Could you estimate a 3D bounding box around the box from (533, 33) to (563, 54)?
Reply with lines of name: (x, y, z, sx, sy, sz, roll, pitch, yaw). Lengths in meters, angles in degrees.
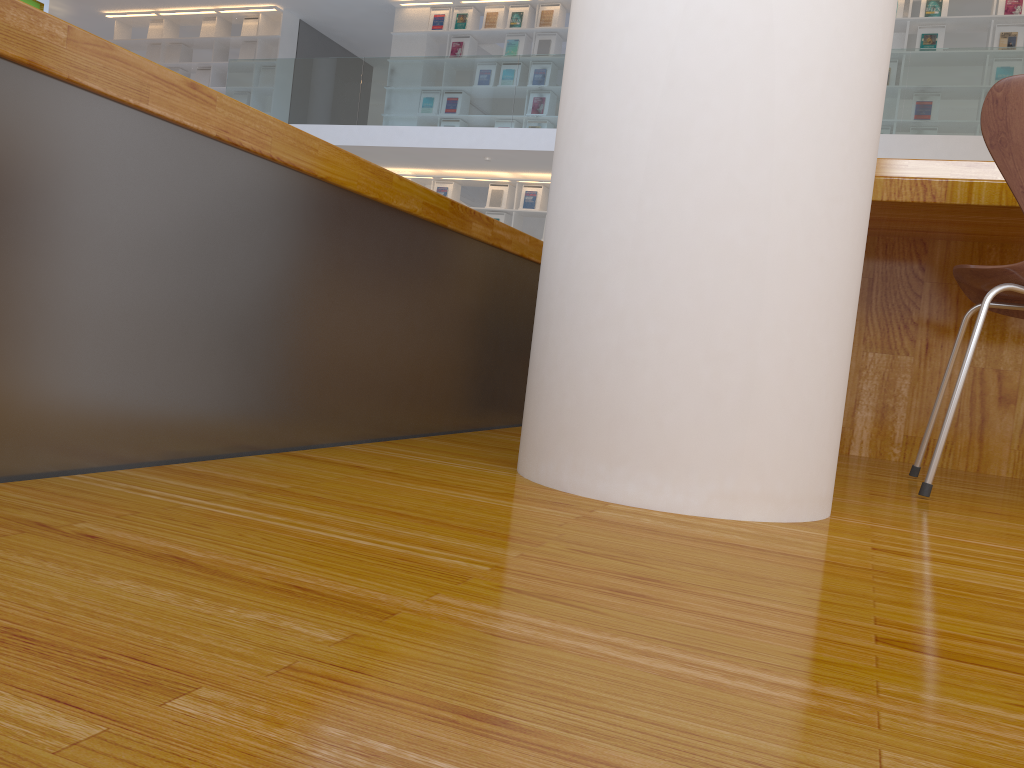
box: (0.404, -3.826, 10.118, 0.245, 0.296, 0.274, 8, 2, 22)

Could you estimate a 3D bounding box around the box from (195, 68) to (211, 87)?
box: (-4.125, -4.095, 11.986, 0.245, 0.296, 0.274, 8, 2, 22)

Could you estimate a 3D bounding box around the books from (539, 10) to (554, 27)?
books: (0.388, -4.116, 10.015, 0.145, 0.210, 0.037, 8, 2, 22)

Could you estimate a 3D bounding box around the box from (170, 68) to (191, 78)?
box: (-4.621, -4.161, 12.184, 0.245, 0.296, 0.274, 8, 2, 22)

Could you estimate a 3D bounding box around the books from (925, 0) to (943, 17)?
books: (4.092, -3.633, 8.609, 0.145, 0.210, 0.037, 8, 2, 22)

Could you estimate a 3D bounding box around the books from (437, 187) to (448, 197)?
books: (-0.834, -2.224, 10.486, 0.145, 0.210, 0.037, 8, 2, 22)

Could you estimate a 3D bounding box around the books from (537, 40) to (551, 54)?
books: (0.360, -3.787, 10.021, 0.145, 0.210, 0.037, 8, 2, 22)

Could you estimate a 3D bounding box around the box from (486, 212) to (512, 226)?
box: (-0.179, -1.840, 10.338, 0.245, 0.296, 0.274, 8, 2, 22)

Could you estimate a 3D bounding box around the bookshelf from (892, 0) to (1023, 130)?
bookshelf: (4.890, -2.889, 8.324, 2.984, 1.836, 0.498, 8, 2, 22)

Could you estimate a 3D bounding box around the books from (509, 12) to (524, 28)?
books: (0.051, -4.153, 10.149, 0.145, 0.210, 0.037, 8, 2, 22)

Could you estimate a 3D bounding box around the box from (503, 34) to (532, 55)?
box: (0.056, -3.872, 10.257, 0.245, 0.296, 0.274, 8, 2, 22)

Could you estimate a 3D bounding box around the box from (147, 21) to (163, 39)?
box: (-4.879, -4.856, 12.290, 0.245, 0.296, 0.274, 8, 2, 22)

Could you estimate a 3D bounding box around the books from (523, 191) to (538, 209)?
books: (0.206, -2.087, 10.072, 0.145, 0.210, 0.037, 8, 2, 22)

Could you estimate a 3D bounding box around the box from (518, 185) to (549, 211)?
box: (0.250, -2.115, 10.169, 0.245, 0.296, 0.274, 8, 2, 22)

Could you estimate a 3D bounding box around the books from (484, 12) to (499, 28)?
books: (-0.240, -4.199, 10.265, 0.145, 0.210, 0.037, 8, 2, 22)

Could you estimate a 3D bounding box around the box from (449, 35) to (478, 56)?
box: (-0.588, -3.957, 10.526, 0.245, 0.296, 0.274, 8, 2, 22)

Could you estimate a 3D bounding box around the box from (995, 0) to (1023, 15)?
box: (4.764, -3.587, 8.450, 0.245, 0.296, 0.274, 8, 2, 22)

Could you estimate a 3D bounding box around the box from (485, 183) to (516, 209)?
box: (-0.135, -2.166, 10.323, 0.245, 0.296, 0.274, 8, 2, 22)

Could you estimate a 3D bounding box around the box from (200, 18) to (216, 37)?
box: (-4.030, -4.746, 11.950, 0.245, 0.296, 0.274, 8, 2, 22)

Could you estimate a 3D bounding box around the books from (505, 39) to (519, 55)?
books: (-0.001, -3.844, 10.164, 0.145, 0.210, 0.037, 8, 2, 22)

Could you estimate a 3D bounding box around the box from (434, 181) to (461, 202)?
box: (-0.790, -2.252, 10.583, 0.245, 0.296, 0.274, 8, 2, 22)

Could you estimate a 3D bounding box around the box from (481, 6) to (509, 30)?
box: (-0.183, -4.235, 10.354, 0.245, 0.296, 0.274, 8, 2, 22)

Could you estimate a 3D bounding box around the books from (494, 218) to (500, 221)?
books: (-0.226, -1.810, 10.242, 0.145, 0.210, 0.037, 8, 2, 22)

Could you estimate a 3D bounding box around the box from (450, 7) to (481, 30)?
box: (-0.555, -4.284, 10.502, 0.245, 0.296, 0.274, 8, 2, 22)

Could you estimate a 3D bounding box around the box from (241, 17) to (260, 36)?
box: (-3.404, -4.662, 11.703, 0.245, 0.296, 0.274, 8, 2, 22)

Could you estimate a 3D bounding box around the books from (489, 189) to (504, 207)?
books: (-0.182, -2.137, 10.226, 0.145, 0.210, 0.037, 8, 2, 22)

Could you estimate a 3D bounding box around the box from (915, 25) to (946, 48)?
box: (4.103, -3.343, 8.714, 0.245, 0.296, 0.274, 8, 2, 22)

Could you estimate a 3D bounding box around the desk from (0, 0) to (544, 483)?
desk: (-0.270, -0.059, 2.215, 0.760, 0.606, 3.356, 8, 2, 22)

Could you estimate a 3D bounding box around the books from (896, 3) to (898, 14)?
books: (3.723, -3.685, 8.756, 0.145, 0.210, 0.037, 8, 2, 22)

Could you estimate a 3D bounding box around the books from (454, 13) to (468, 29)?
books: (-0.596, -4.242, 10.403, 0.145, 0.210, 0.037, 8, 2, 22)

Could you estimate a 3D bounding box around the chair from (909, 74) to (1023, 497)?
chair: (0.974, -0.132, 1.540, 0.428, 0.693, 0.381, 8, 2, 22)

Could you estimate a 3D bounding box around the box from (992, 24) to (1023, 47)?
box: (4.730, -3.259, 8.464, 0.245, 0.296, 0.274, 8, 2, 22)

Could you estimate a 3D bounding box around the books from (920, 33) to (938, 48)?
books: (4.049, -3.303, 8.621, 0.145, 0.210, 0.037, 8, 2, 22)

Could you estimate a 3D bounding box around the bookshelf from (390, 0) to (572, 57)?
bookshelf: (0.222, -3.504, 10.186, 3.666, 1.836, 0.498, 8, 2, 22)

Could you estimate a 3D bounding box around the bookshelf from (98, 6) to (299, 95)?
bookshelf: (-4.360, -4.108, 12.006, 2.984, 1.836, 0.498, 8, 2, 22)

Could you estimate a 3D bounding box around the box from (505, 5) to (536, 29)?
box: (0.100, -4.197, 10.241, 0.245, 0.296, 0.274, 8, 2, 22)

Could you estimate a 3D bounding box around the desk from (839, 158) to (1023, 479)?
desk: (1.989, -0.058, 1.980, 3.194, 0.762, 1.247, 8, 2, 22)

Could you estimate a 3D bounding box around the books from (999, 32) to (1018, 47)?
books: (4.681, -3.217, 8.369, 0.145, 0.210, 0.037, 8, 2, 22)

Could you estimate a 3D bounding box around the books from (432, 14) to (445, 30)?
books: (-0.873, -4.280, 10.517, 0.145, 0.210, 0.037, 8, 2, 22)

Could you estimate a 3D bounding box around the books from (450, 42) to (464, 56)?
books: (-0.651, -3.919, 10.426, 0.145, 0.210, 0.037, 8, 2, 22)

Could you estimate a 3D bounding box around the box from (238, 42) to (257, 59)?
box: (-3.443, -4.337, 11.717, 0.245, 0.296, 0.274, 8, 2, 22)

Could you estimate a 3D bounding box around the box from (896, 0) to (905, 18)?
box: (3.773, -3.716, 8.847, 0.245, 0.296, 0.274, 8, 2, 22)

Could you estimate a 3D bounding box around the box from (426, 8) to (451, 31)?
box: (-0.838, -4.319, 10.615, 0.245, 0.296, 0.274, 8, 2, 22)

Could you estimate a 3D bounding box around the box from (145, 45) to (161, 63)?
box: (-4.917, -4.531, 12.303, 0.245, 0.296, 0.274, 8, 2, 22)

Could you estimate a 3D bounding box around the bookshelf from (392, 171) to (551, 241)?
bookshelf: (-0.013, -1.472, 10.267, 3.666, 1.836, 0.498, 8, 2, 22)

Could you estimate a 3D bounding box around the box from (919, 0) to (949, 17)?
box: (4.139, -3.668, 8.701, 0.245, 0.296, 0.274, 8, 2, 22)

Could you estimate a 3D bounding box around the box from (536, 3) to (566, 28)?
box: (0.445, -4.152, 10.104, 0.245, 0.296, 0.274, 8, 2, 22)

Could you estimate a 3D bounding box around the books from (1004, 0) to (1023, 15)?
books: (4.725, -3.533, 8.357, 0.145, 0.210, 0.037, 8, 2, 22)

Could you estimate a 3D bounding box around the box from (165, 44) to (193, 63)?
box: (-4.584, -4.486, 12.171, 0.245, 0.296, 0.274, 8, 2, 22)

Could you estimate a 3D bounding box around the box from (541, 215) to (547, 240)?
box: (0.510, -1.752, 10.064, 0.245, 0.296, 0.274, 8, 2, 22)
